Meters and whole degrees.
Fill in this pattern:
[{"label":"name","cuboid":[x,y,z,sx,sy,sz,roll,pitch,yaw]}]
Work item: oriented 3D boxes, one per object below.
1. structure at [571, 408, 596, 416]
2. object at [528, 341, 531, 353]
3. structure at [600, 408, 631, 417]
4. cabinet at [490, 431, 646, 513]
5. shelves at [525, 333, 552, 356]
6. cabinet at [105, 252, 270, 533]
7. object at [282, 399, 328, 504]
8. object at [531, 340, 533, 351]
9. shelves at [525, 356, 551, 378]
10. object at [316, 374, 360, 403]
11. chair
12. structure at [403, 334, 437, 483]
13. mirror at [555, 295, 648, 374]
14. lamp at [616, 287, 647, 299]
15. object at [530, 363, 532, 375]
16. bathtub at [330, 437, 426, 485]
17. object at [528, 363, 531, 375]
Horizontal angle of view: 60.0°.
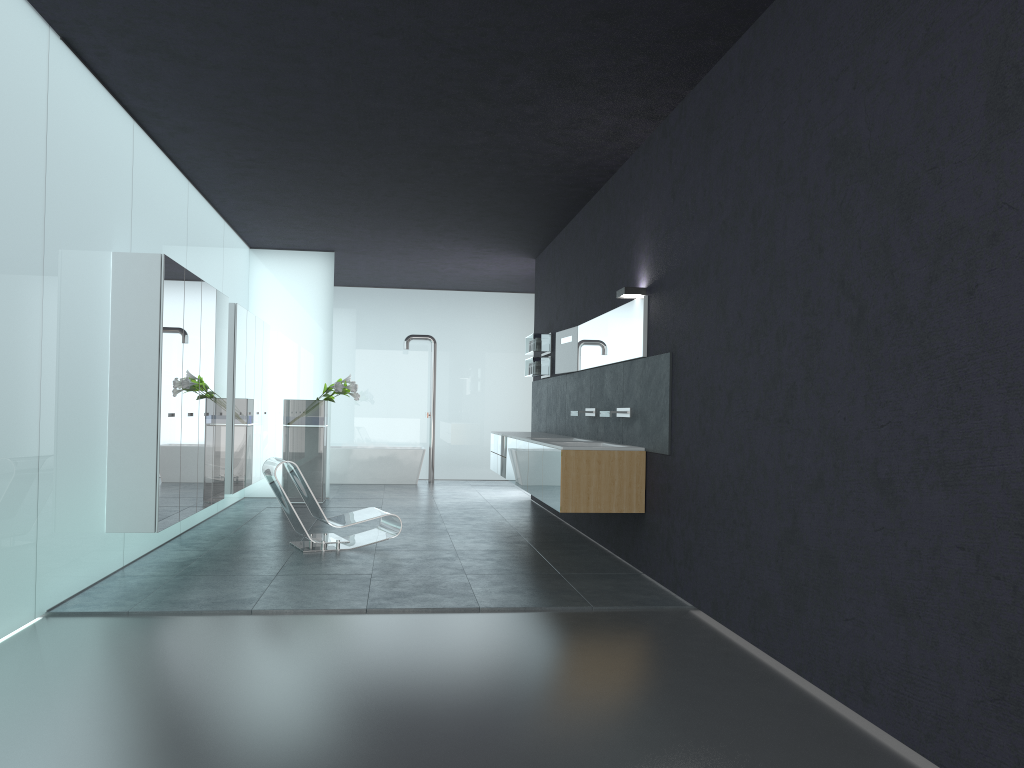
[{"label":"structure","cuboid":[0.771,0.307,9.680,0.186,0.088,0.482,1,-2,-7]},{"label":"object","cuboid":[0.291,-0.535,12.996,0.096,0.184,0.068,1,-1,-16]},{"label":"structure","cuboid":[0.956,0.265,8.273,0.186,0.088,0.482,1,-2,-7]},{"label":"cabinet","cuboid":[0.411,0.897,10.291,0.734,0.556,5.585,1,-2,-7]},{"label":"shelves","cuboid":[0.376,-0.565,12.724,0.265,0.285,0.770,1,-2,-7]},{"label":"cabinet","cuboid":[-3.369,0.156,9.981,0.398,2.215,6.006,1,-2,-7]},{"label":"object","cuboid":[-3.036,0.980,13.015,0.585,1.491,0.575,1,-1,-7]},{"label":"object","cuboid":[0.319,-0.542,12.783,0.096,0.184,0.068,1,-1,1]},{"label":"shelves","cuboid":[0.370,-0.238,12.721,0.265,0.285,0.770,1,-2,-7]},{"label":"object","cuboid":[-2.727,0.213,12.909,1.024,0.779,0.974,1,-1,-15]},{"label":"chair","cuboid":[-1.791,1.177,8.823,1.261,0.871,0.629,2,-1,-26]},{"label":"structure","cuboid":[-1.767,0.496,16.853,0.643,2.871,0.123,1,-1,-8]},{"label":"mirror","cuboid":[0.896,-0.444,9.481,0.109,0.532,3.723,1,-2,-9]},{"label":"lamp","cuboid":[1.051,-0.802,7.816,0.198,0.066,0.277,1,-2,-7]},{"label":"object","cuboid":[0.312,-0.214,12.780,0.096,0.184,0.068,1,-1,1]},{"label":"bathtub","cuboid":[-2.638,1.428,16.734,1.977,0.858,0.960,1,-1,-7]},{"label":"object","cuboid":[0.285,-0.208,12.992,0.096,0.184,0.068,1,-1,-16]}]
